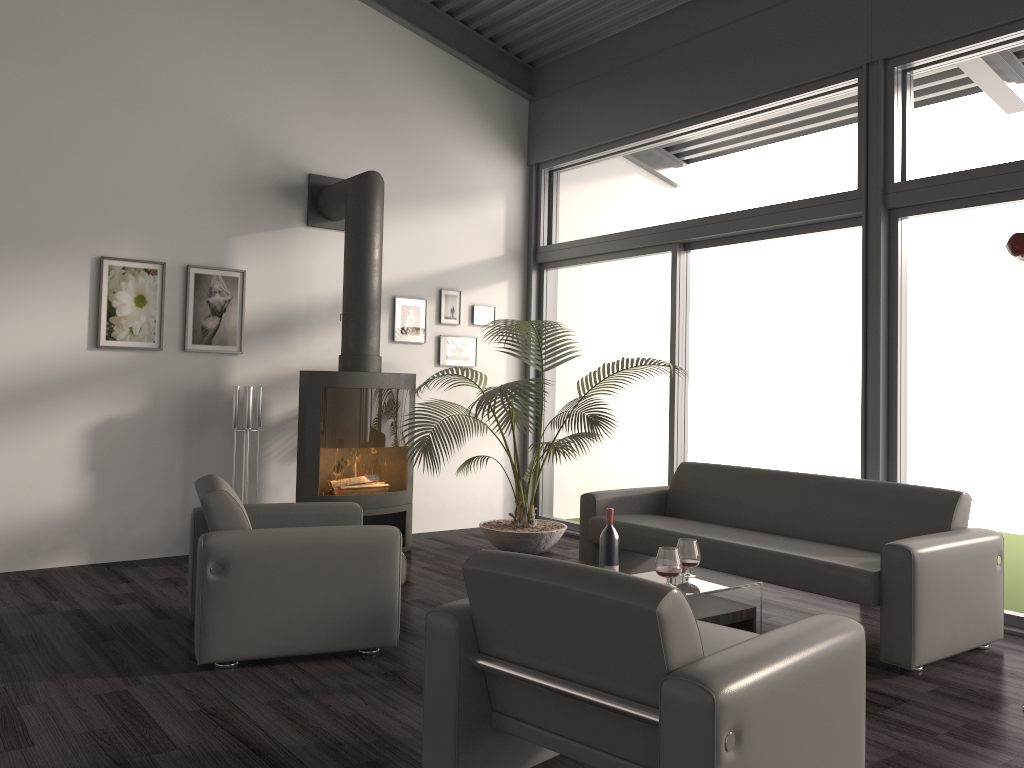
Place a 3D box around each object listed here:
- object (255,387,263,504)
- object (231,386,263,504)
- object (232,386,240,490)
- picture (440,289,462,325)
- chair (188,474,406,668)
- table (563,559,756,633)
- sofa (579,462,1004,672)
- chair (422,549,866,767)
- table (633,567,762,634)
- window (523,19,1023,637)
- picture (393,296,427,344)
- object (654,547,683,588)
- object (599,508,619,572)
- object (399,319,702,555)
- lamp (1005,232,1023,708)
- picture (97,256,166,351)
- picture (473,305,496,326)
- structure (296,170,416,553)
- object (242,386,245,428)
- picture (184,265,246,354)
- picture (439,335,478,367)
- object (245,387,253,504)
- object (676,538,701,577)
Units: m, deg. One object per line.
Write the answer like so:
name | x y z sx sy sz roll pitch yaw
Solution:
object | -1.671 0.544 5.814 0.075 1.054 0.145 1 -2 14
object | -1.734 0.578 5.759 0.400 1.127 0.400 1 -2 13
object | -1.800 0.506 5.699 0.042 0.985 0.116 0 -3 28
picture | -0.493 -0.620 7.141 0.191 0.281 0.015 3 -3 -37
chair | -1.005 0.795 4.127 0.909 0.718 0.962 2 -1 -22
table | 0.441 1.061 4.075 0.600 0.250 1.200 2 0 -37
sofa | 1.337 0.849 4.735 0.901 0.718 2.114 2 -1 -37
chair | 0.391 0.822 2.524 0.963 0.718 0.909 0 -1 43
table | 0.682 1.012 3.758 0.680 0.342 0.400 2 -1 -37
window | 3.172 -0.491 3.847 0.385 3.476 9.743 3 -1 -37
picture | -0.791 -0.497 6.915 0.288 0.353 0.015 2 -3 -37
object | 0.651 0.762 3.685 0.115 0.156 0.116 2 -2 -28
object | 0.442 0.751 4.021 0.093 0.371 0.093 3 -3 -38
object | 0.067 0.350 6.139 1.717 1.669 2.119 2 -1 -42
lamp | 2.068 0.321 3.324 0.364 1.791 0.353 3 -3 -37
picture | -2.435 -0.511 5.680 0.393 0.578 0.026 3 -3 -37
picture | -0.229 -0.566 7.338 0.221 0.166 0.015 2 -2 -37
structure | -1.252 -0.184 6.362 0.817 2.679 1.115 3 -3 -37
object | -1.756 0.540 5.868 0.041 1.050 0.113 1 -2 8
picture | -2.007 -0.500 6.001 0.393 0.578 0.026 3 -3 -37
picture | -0.433 -0.266 7.178 0.359 0.245 0.015 2 -2 -37
object | -1.641 0.528 5.672 0.167 1.022 0.078 1 -2 15
object | 0.773 0.765 3.905 0.116 0.156 0.115 0 -2 44
